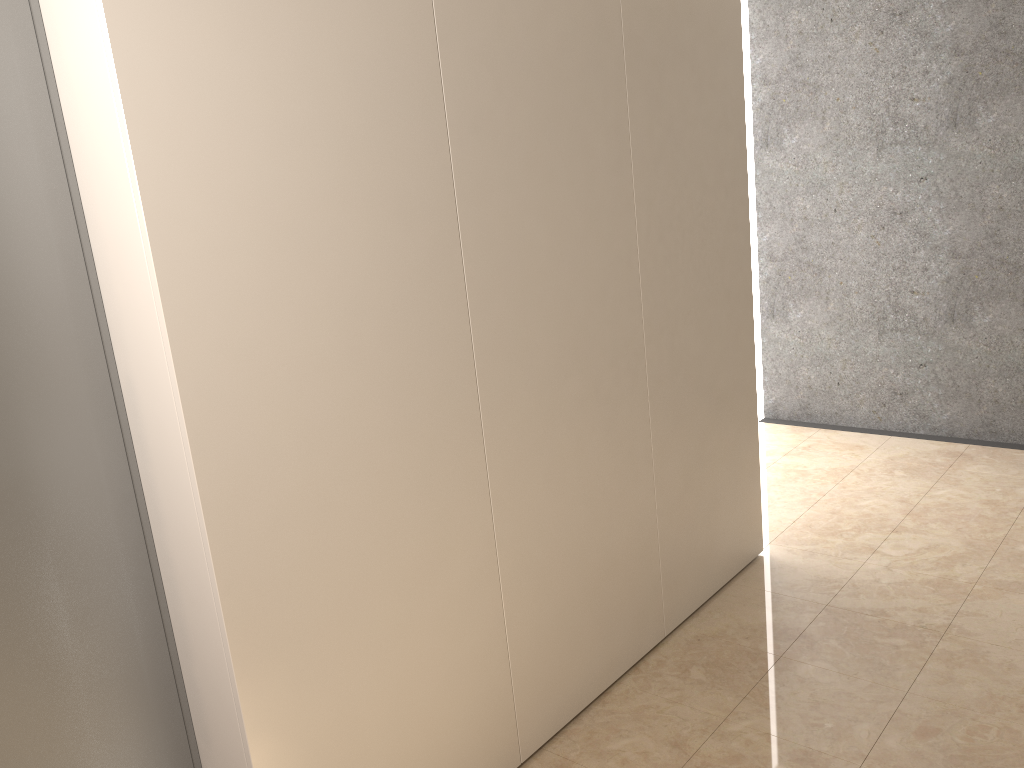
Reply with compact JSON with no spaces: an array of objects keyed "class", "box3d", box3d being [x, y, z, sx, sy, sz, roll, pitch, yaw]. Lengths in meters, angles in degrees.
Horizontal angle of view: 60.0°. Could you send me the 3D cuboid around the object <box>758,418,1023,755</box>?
[{"class":"object","box3d":[1.270,0.560,1.953,4.200,1.455,6.200,5,18,40]}]
